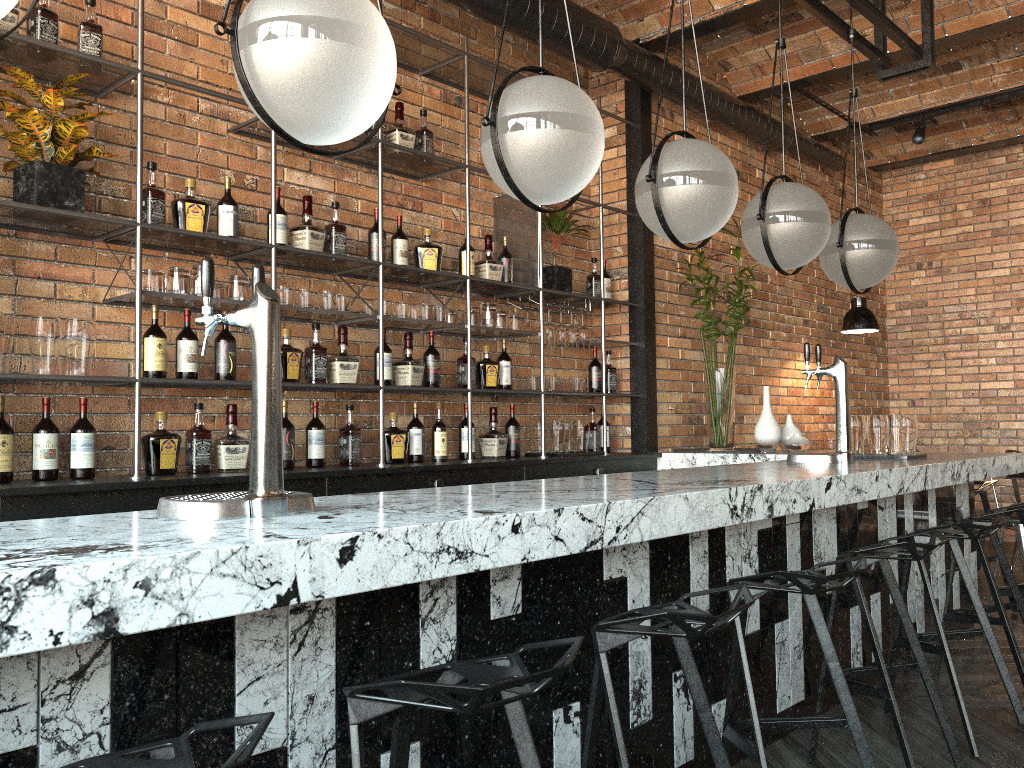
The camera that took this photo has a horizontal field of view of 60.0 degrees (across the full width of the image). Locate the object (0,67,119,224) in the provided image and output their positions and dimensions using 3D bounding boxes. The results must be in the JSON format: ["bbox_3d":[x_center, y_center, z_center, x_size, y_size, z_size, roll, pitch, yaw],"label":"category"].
[{"bbox_3d":[-1.644,-0.854,3.158,0.430,0.526,0.425,1,-3,-35],"label":"object"}]

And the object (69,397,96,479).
[{"bbox_3d":[-1.564,0.197,3.233,0.086,0.298,0.086,-1,-3,2],"label":"object"}]

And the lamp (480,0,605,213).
[{"bbox_3d":[0.074,-1.343,2.446,0.340,1.754,0.340,-1,-3,-1],"label":"lamp"}]

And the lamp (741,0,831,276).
[{"bbox_3d":[1.068,-1.303,3.522,0.340,1.754,0.340,-1,-3,-1],"label":"lamp"}]

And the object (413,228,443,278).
[{"bbox_3d":[-0.427,-0.665,4.508,0.151,0.248,0.094,0,-3,-19],"label":"object"}]

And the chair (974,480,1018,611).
[{"bbox_3d":[2.542,0.916,5.049,0.414,0.737,0.475,2,-4,-42],"label":"chair"}]

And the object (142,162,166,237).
[{"bbox_3d":[-1.404,-0.722,3.452,0.083,0.282,0.083,-2,-3,28],"label":"object"}]

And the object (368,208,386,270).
[{"bbox_3d":[-0.650,-0.700,4.274,0.086,0.299,0.086,-1,-3,2],"label":"object"}]

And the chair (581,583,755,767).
[{"bbox_3d":[0.271,0.787,1.801,0.414,0.737,0.475,-3,-3,38],"label":"chair"}]

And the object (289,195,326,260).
[{"bbox_3d":[-0.914,-0.701,3.962,0.123,0.279,0.123,-2,-3,31],"label":"object"}]

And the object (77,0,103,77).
[{"bbox_3d":[-1.572,-1.301,3.304,0.083,0.282,0.083,1,-3,-32],"label":"object"}]

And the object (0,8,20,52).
[{"bbox_3d":[-1.793,-1.307,3.067,0.123,0.279,0.123,-2,-3,31],"label":"object"}]

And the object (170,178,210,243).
[{"bbox_3d":[-1.294,-0.699,3.569,0.151,0.248,0.094,2,-4,-44],"label":"object"}]

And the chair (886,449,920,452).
[{"bbox_3d":[3.117,0.959,7.338,0.504,0.857,0.558,-3,-3,38],"label":"chair"}]

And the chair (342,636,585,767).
[{"bbox_3d":[-0.111,0.772,1.387,0.475,0.737,0.414,2,-4,-42],"label":"chair"}]

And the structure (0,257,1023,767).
[{"bbox_3d":[0.213,0.518,3.391,1.930,1.430,5.346,-3,-4,43],"label":"structure"}]

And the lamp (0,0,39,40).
[{"bbox_3d":[-0.919,-1.383,1.369,0.340,1.754,0.340,-1,-3,-1],"label":"lamp"}]

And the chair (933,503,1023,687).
[{"bbox_3d":[1.915,0.853,3.582,0.414,0.737,0.475,-3,-3,38],"label":"chair"}]

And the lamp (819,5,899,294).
[{"bbox_3d":[1.565,-1.283,4.061,0.340,1.754,0.340,-1,-3,-1],"label":"lamp"}]

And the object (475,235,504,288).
[{"bbox_3d":[-0.126,-0.669,4.816,0.123,0.279,0.123,2,-4,-39],"label":"object"}]

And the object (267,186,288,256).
[{"bbox_3d":[-1.025,-0.714,3.874,0.086,0.298,0.086,-1,-3,2],"label":"object"}]

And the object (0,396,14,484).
[{"bbox_3d":[-1.750,0.190,3.029,0.086,0.299,0.086,-1,-3,2],"label":"object"}]

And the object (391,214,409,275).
[{"bbox_3d":[-0.559,-0.694,4.414,0.086,0.298,0.086,-1,-3,2],"label":"object"}]

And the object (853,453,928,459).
[{"bbox_3d":[1.757,0.349,4.295,0.437,0.019,0.273,-3,-4,43],"label":"object"}]

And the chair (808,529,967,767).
[{"bbox_3d":[1.100,0.820,2.698,0.414,0.737,0.475,-3,-3,38],"label":"chair"}]

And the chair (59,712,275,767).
[{"bbox_3d":[-0.498,0.756,0.967,0.414,0.737,0.475,-2,-3,33],"label":"chair"}]

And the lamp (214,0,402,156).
[{"bbox_3d":[-0.422,-1.363,1.908,0.340,1.754,0.340,-1,-3,-1],"label":"lamp"}]

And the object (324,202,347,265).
[{"bbox_3d":[-0.815,-0.698,4.090,0.083,0.282,0.083,-3,-4,43],"label":"object"}]

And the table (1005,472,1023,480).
[{"bbox_3d":[3.662,0.913,5.479,0.872,0.758,0.872,-3,-4,43],"label":"table"}]

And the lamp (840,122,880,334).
[{"bbox_3d":[2.708,-1.234,6.970,0.291,1.653,0.291,-2,-3,18],"label":"lamp"}]

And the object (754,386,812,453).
[{"bbox_3d":[1.599,0.211,5.299,0.316,0.397,0.319,-1,-3,2],"label":"object"}]

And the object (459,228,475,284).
[{"bbox_3d":[-0.240,-0.682,4.722,0.086,0.299,0.086,-1,-3,2],"label":"object"}]

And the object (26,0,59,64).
[{"bbox_3d":[-1.685,-1.305,3.182,0.083,0.282,0.083,-2,-3,28],"label":"object"}]

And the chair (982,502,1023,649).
[{"bbox_3d":[2.392,0.872,4.098,0.414,0.737,0.475,-2,-3,33],"label":"chair"}]

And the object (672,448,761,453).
[{"bbox_3d":[1.316,0.417,5.560,0.622,0.014,0.622,-1,-3,15],"label":"object"}]

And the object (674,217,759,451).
[{"bbox_3d":[1.336,-0.351,5.588,0.584,1.546,0.673,0,-3,-8],"label":"object"}]

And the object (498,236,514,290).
[{"bbox_3d":[-0.036,-0.675,4.939,0.086,0.297,0.086,-1,-3,2],"label":"object"}]

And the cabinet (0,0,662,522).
[{"bbox_3d":[-1.563,-0.583,3.213,0.564,3.779,7.075,-3,-4,43],"label":"cabinet"}]

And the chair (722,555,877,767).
[{"bbox_3d":[0.665,0.803,2.227,0.475,0.737,0.414,1,-3,-37],"label":"chair"}]

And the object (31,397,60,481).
[{"bbox_3d":[-1.662,0.194,3.162,0.086,0.298,0.086,-1,-3,2],"label":"object"}]

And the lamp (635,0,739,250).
[{"bbox_3d":[0.571,-1.323,2.984,0.340,1.754,0.340,-1,-3,-1],"label":"lamp"}]

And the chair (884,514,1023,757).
[{"bbox_3d":[1.520,0.837,3.153,0.475,0.737,0.414,2,-4,-42],"label":"chair"}]

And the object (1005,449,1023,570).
[{"bbox_3d":[3.900,0.904,6.397,0.558,0.857,0.504,-3,-4,43],"label":"object"}]
